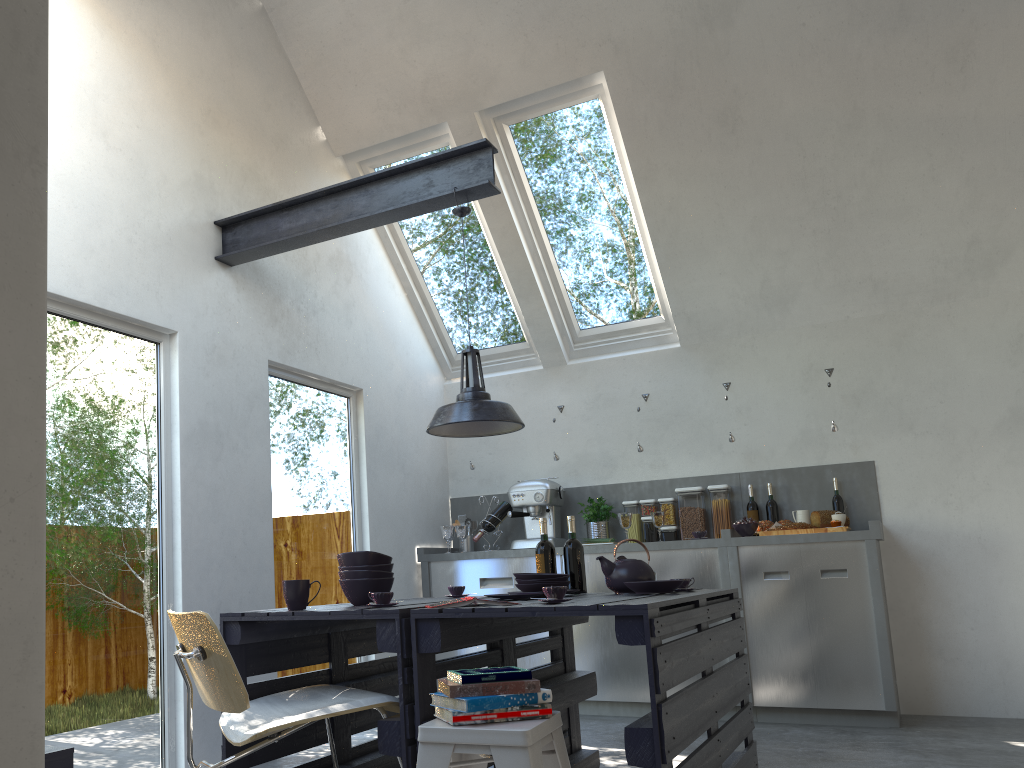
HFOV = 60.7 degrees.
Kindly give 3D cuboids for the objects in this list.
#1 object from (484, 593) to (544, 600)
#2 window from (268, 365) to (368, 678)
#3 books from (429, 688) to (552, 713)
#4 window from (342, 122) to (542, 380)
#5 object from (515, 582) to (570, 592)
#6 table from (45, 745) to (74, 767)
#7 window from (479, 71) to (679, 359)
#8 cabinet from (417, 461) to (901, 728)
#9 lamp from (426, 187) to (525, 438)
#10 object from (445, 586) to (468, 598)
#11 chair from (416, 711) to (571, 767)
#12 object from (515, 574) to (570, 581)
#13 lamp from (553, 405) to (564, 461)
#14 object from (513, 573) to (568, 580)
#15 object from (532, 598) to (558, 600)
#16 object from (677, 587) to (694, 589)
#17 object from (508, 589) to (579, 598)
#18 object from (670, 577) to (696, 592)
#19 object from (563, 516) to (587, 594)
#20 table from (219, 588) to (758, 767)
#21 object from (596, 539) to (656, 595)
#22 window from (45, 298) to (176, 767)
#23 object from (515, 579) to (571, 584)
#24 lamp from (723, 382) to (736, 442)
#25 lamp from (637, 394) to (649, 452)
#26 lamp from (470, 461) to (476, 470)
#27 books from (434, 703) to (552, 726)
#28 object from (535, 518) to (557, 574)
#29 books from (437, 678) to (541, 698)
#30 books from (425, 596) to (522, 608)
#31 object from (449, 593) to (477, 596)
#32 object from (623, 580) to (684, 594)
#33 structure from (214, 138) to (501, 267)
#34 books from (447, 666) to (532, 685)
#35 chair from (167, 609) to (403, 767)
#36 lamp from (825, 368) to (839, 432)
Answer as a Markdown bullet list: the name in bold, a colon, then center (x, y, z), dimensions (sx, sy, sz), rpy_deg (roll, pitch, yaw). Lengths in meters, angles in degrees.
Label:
- **object**: center (0.008, 0.826, 3.400), dimensions (0.249, 0.019, 0.223), rpy_deg (-9, -14, 30)
- **window**: center (-1.173, 1.006, 5.183), dimensions (0.062, 2.103, 0.945), rpy_deg (-7, -9, 23)
- **books**: center (-0.061, 0.881, 2.456), dimensions (0.270, 0.033, 0.211), rpy_deg (5, -14, -32)
- **window**: center (-0.422, -0.855, 6.146), dimensions (0.877, 1.380, 1.426), rpy_deg (-7, -11, 24)
- **object**: center (0.127, 0.850, 3.631), dimensions (0.220, 0.047, 0.242), rpy_deg (3, -13, -23)
- **table**: center (-1.781, 1.298, 2.446), dimensions (0.553, 0.410, 0.890), rpy_deg (-8, -13, 24)
- **window**: center (0.488, -1.005, 5.658), dimensions (0.877, 1.373, 1.419), rpy_deg (-7, -11, 24)
- **cabinet**: center (0.790, 1.337, 5.589), dimensions (3.011, 1.461, 0.544), rpy_deg (-9, -10, 27)
- **lamp**: center (-0.196, -0.336, 3.870), dimensions (0.455, 1.084, 0.412), rpy_deg (-7, -9, 26)
- **object**: center (-0.258, 0.972, 4.094), dimensions (0.120, 0.056, 0.114), rpy_deg (-5, -12, 13)
- **chair**: center (-0.040, 1.176, 2.398), dimensions (0.440, 0.498, 0.423), rpy_deg (-7, -10, 21)
- **object**: center (0.127, 0.823, 3.638), dimensions (0.243, 0.062, 0.218), rpy_deg (-9, -14, 30)
- **lamp**: center (0.328, 0.334, 6.080), dimensions (0.061, 0.430, 0.332), rpy_deg (-5, -10, 13)
- **object**: center (0.120, 0.812, 3.640), dimensions (0.241, 0.057, 0.220), rpy_deg (-8, -13, 25)
- **object**: center (0.101, 0.709, 2.874), dimensions (0.026, 0.013, 0.141), rpy_deg (6, -15, -37)
- **object**: center (0.703, 0.830, 3.542), dimensions (0.029, 0.013, 0.125), rpy_deg (-11, -15, 35)
- **object**: center (0.130, 0.871, 3.630), dimensions (0.280, 0.024, 0.315), rpy_deg (5, -14, -32)
- **object**: center (0.691, 0.823, 3.586), dimensions (0.121, 0.056, 0.113), rpy_deg (-6, -12, 18)
- **object**: center (0.275, 0.759, 3.888), dimensions (0.087, 0.341, 0.097), rpy_deg (2, -10, -31)
- **table**: center (-0.027, 1.247, 3.435), dimensions (1.691, 0.787, 1.445), rpy_deg (-8, -13, 26)
- **object**: center (0.491, 0.769, 3.688), dimensions (0.224, 0.230, 0.209), rpy_deg (-8, -11, 27)
- **window**: center (-1.829, 0.719, 3.740), dimensions (0.062, 2.103, 0.945), rpy_deg (-7, -9, 23)
- **object**: center (0.128, 0.835, 3.632), dimensions (0.242, 0.062, 0.218), rpy_deg (-9, -14, 30)
- **lamp**: center (1.379, 0.172, 5.526), dimensions (0.061, 0.430, 0.332), rpy_deg (-5, -10, 13)
- **lamp**: center (0.861, 0.252, 5.795), dimensions (0.063, 0.432, 0.319), rpy_deg (-7, -10, 23)
- **lamp**: center (-0.238, 0.422, 6.374), dimensions (0.063, 0.432, 0.319), rpy_deg (-7, -10, 23)
- **books**: center (-0.059, 0.914, 2.452), dimensions (0.276, 0.034, 0.207), rpy_deg (1, -13, -17)
- **object**: center (0.152, 0.776, 3.943), dimensions (0.087, 0.341, 0.096), rpy_deg (1, -9, -26)
- **books**: center (-0.069, 0.849, 2.463), dimensions (0.249, 0.032, 0.181), rpy_deg (0, -12, -12)
- **books**: center (-0.138, 0.732, 2.949), dimensions (0.302, 0.030, 0.228), rpy_deg (-1, -12, -5)
- **object**: center (-0.230, 0.993, 4.120), dimensions (0.133, 0.013, 0.028), rpy_deg (-4, -12, 5)
- **object**: center (0.555, 0.793, 3.416), dimensions (0.220, 0.047, 0.242), rpy_deg (3, -13, -23)
- **structure**: center (-1.247, -0.785, 4.487), dimensions (2.665, 0.206, 0.130), rpy_deg (-9, -11, 27)
- **books**: center (-0.066, 0.821, 2.466), dimensions (0.198, 0.025, 0.150), rpy_deg (1, -13, -17)
- **chair**: center (-0.774, 1.172, 3.002), dimensions (0.732, 0.809, 0.741), rpy_deg (4, -12, -34)
- **lamp**: center (1.912, 0.089, 5.240), dimensions (0.063, 0.432, 0.319), rpy_deg (-7, -10, 23)
